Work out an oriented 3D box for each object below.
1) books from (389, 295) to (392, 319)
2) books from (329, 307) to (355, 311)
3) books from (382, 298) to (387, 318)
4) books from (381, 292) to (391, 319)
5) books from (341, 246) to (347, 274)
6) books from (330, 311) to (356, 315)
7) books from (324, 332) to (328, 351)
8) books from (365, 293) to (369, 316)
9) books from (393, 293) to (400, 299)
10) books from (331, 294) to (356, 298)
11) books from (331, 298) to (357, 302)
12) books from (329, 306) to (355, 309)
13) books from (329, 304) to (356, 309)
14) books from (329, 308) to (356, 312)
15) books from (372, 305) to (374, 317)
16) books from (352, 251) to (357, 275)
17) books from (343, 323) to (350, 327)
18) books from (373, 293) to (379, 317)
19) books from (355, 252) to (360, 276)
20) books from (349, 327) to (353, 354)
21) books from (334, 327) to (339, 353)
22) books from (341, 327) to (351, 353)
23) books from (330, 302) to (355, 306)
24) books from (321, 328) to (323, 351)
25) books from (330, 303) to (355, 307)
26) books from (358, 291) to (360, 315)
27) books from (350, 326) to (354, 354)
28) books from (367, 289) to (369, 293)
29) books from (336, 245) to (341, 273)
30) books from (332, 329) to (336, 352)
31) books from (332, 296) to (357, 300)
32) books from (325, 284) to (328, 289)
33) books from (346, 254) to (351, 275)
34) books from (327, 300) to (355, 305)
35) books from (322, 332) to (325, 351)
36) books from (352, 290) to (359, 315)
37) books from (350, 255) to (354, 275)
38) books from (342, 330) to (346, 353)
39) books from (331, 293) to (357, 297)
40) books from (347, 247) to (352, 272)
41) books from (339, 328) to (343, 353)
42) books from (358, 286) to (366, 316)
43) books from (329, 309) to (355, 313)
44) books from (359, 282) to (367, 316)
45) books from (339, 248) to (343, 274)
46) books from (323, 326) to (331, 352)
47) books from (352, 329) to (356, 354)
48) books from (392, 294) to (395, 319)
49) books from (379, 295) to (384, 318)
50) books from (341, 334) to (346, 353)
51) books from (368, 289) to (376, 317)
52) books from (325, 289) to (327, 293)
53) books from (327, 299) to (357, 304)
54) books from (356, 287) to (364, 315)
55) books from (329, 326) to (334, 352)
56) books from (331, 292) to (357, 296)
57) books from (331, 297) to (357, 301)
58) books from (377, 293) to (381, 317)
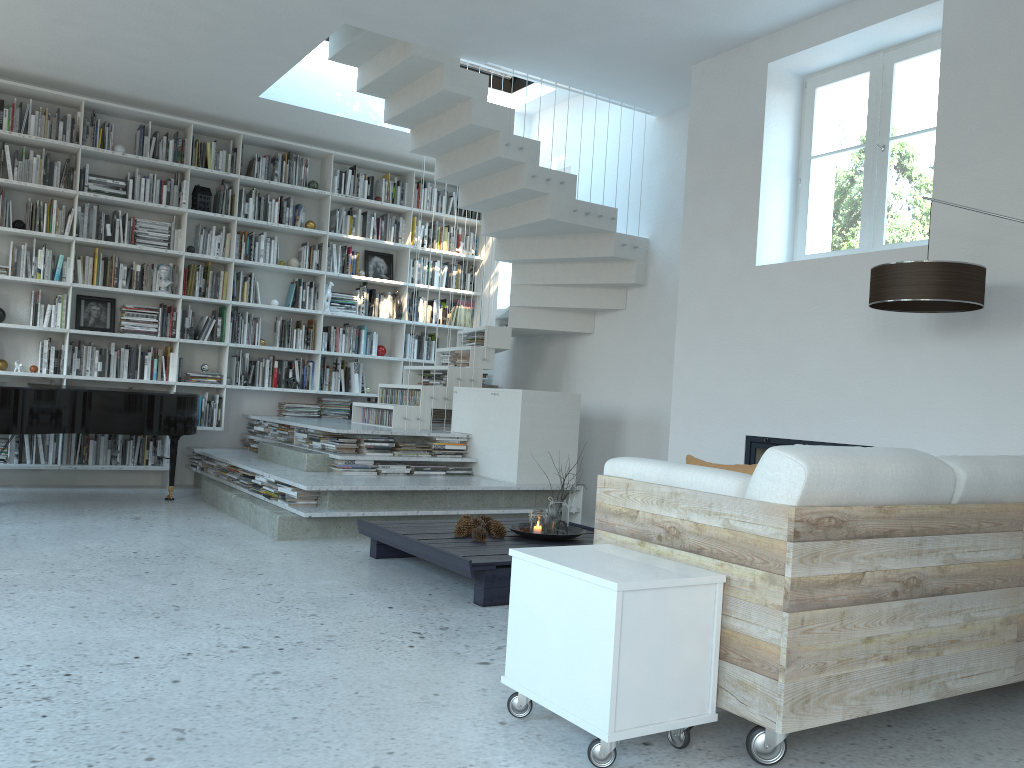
[{"bbox_3d":[-1.227,-0.748,8.745,0.041,0.239,0.176,4,-1,-33],"label":"books"},{"bbox_3d":[-1.655,-0.714,8.486,0.254,0.012,0.161,4,-1,-29],"label":"books"},{"bbox_3d":[-1.285,-0.739,8.734,0.025,0.213,0.155,4,-1,-33],"label":"books"},{"bbox_3d":[-1.251,-0.766,8.726,0.021,0.271,0.191,4,-1,-33],"label":"books"},{"bbox_3d":[-1.623,-1.171,8.485,0.012,0.287,0.176,4,-1,-33],"label":"books"},{"bbox_3d":[-1.657,-0.678,8.485,0.285,0.012,0.159,4,-1,-29],"label":"books"},{"bbox_3d":[-1.790,-0.394,8.403,0.022,0.184,0.162,4,-1,-33],"label":"books"},{"bbox_3d":[-1.442,-0.763,8.609,0.030,0.236,0.179,4,-1,-33],"label":"books"},{"bbox_3d":[-1.151,-0.764,8.829,0.029,0.283,0.138,4,-1,-33],"label":"books"},{"bbox_3d":[-1.646,-0.835,8.492,0.254,0.012,0.161,4,-1,-31],"label":"books"},{"bbox_3d":[-1.649,-0.799,8.492,0.285,0.012,0.159,4,-1,-31],"label":"books"},{"bbox_3d":[-1.656,-0.727,8.490,0.254,0.012,0.161,4,-1,-31],"label":"books"},{"bbox_3d":[-1.654,-0.739,8.490,0.285,0.012,0.159,4,-1,-35],"label":"books"},{"bbox_3d":[-1.654,-0.702,8.484,0.285,0.012,0.159,4,-1,-28],"label":"books"},{"bbox_3d":[-1.380,-0.778,8.685,0.010,0.278,0.129,4,-1,-33],"label":"books"},{"bbox_3d":[-1.544,-1.148,8.539,0.021,0.253,0.167,4,-1,-33],"label":"books"},{"bbox_3d":[-1.596,-0.437,8.529,0.013,0.299,0.147,4,-1,-33],"label":"books"},{"bbox_3d":[-1.353,-0.759,8.678,0.031,0.242,0.147,4,-1,-33],"label":"books"},{"bbox_3d":[-1.519,-1.142,8.543,0.026,0.243,0.178,4,-1,-33],"label":"books"},{"bbox_3d":[-1.578,-0.418,8.521,0.012,0.262,0.186,4,-1,-33],"label":"books"},{"bbox_3d":[-1.694,-0.418,8.452,0.045,0.246,0.185,4,-1,-33],"label":"books"},{"bbox_3d":[-1.603,-0.416,8.499,0.028,0.255,0.191,4,-1,-33],"label":"books"},{"bbox_3d":[-1.655,-0.763,8.494,0.254,0.012,0.161,4,-1,-33],"label":"books"},{"bbox_3d":[-1.829,-0.432,8.393,0.012,0.254,0.161,4,-1,-33],"label":"books"},{"bbox_3d":[-1.650,-0.751,8.485,0.254,0.012,0.161,4,-1,-38],"label":"books"},{"bbox_3d":[-1.514,-0.773,8.594,0.023,0.247,0.138,4,-1,-33],"label":"books"},{"bbox_3d":[-1.570,-0.421,8.550,0.011,0.272,0.152,4,-1,-33],"label":"books"},{"bbox_3d":[-1.432,-0.784,8.635,0.013,0.280,0.131,4,-1,-33],"label":"books"},{"bbox_3d":[-1.677,-1.174,8.467,0.012,0.285,0.159,4,-1,-33],"label":"books"},{"bbox_3d":[-1.720,-0.408,8.443,0.011,0.223,0.162,4,-1,-33],"label":"books"},{"bbox_3d":[-1.647,-0.823,8.492,0.285,0.012,0.159,4,-1,-31],"label":"books"},{"bbox_3d":[-1.793,-0.804,8.407,0.028,0.267,0.137,4,-1,-33],"label":"books"},{"bbox_3d":[-1.592,-1.129,8.491,0.013,0.207,0.189,4,-1,-33],"label":"books"},{"bbox_3d":[-1.647,-0.775,8.486,0.254,0.012,0.161,4,-1,-28],"label":"books"},{"bbox_3d":[-1.810,-0.397,8.393,0.023,0.186,0.159,4,-1,-33],"label":"books"},{"bbox_3d":[-1.519,-0.777,8.570,0.012,0.254,0.161,4,-1,-33],"label":"books"},{"bbox_3d":[-1.569,-1.130,8.524,0.033,0.213,0.152,4,-1,-33],"label":"books"},{"bbox_3d":[-1.633,-0.405,8.508,0.012,0.229,0.179,4,-1,-33],"label":"books"},{"bbox_3d":[-1.646,-0.847,8.492,0.285,0.012,0.159,4,-1,-35],"label":"books"},{"bbox_3d":[-1.584,-1.167,8.508,0.014,0.285,0.175,4,-1,-33],"label":"books"},{"bbox_3d":[-1.673,-0.413,8.485,0.026,0.239,0.177,4,-1,-33],"label":"books"},{"bbox_3d":[-1.462,-0.796,8.586,0.011,0.300,0.184,4,-1,-33],"label":"books"},{"bbox_3d":[-1.656,-0.690,8.486,0.254,0.012,0.161,4,-1,-37],"label":"books"},{"bbox_3d":[-1.452,-0.815,8.591,0.010,0.339,0.180,4,-1,-33],"label":"books"},{"bbox_3d":[-1.660,-1.164,8.490,0.043,0.269,0.131,4,-1,-33],"label":"books"},{"bbox_3d":[-1.765,-0.422,8.415,0.047,0.244,0.177,4,-1,-33],"label":"books"},{"bbox_3d":[-1.557,-0.408,8.563,0.026,0.246,0.165,4,-1,-33],"label":"books"},{"bbox_3d":[-1.207,-0.754,8.775,0.024,0.255,0.145,4,-1,-33],"label":"books"},{"bbox_3d":[-1.311,-0.752,8.725,0.028,0.235,0.129,4,-1,-33],"label":"books"},{"bbox_3d":[-1.646,-0.382,8.489,0.027,0.181,0.186,4,-1,-33],"label":"books"},{"bbox_3d":[-1.395,-0.782,8.643,0.059,0.282,0.167,4,-1,-33],"label":"books"},{"bbox_3d":[-1.801,-0.782,8.366,0.027,0.221,0.184,4,-1,-33],"label":"books"},{"bbox_3d":[-1.648,-0.787,8.490,0.285,0.012,0.159,4,-1,-36],"label":"books"},{"bbox_3d":[-1.487,-0.790,8.602,0.012,0.285,0.159,4,-1,-33],"label":"books"},{"bbox_3d":[-1.740,-0.422,8.444,0.024,0.247,0.143,4,-1,-33],"label":"books"},{"bbox_3d":[-1.645,-0.859,8.492,0.285,0.012,0.159,4,-1,-31],"label":"books"},{"bbox_3d":[-1.644,-0.811,8.486,0.285,0.012,0.159,4,-1,-38],"label":"books"},{"bbox_3d":[-1.336,-0.761,8.711,0.031,0.250,0.133,4,-1,-33],"label":"books"}]
